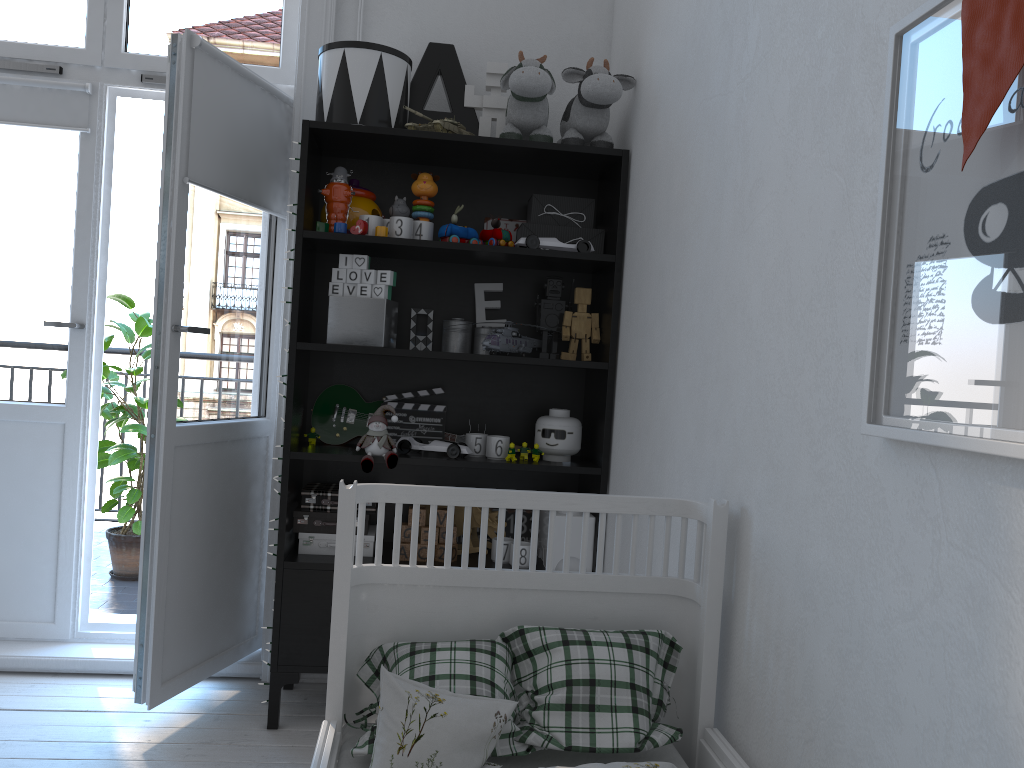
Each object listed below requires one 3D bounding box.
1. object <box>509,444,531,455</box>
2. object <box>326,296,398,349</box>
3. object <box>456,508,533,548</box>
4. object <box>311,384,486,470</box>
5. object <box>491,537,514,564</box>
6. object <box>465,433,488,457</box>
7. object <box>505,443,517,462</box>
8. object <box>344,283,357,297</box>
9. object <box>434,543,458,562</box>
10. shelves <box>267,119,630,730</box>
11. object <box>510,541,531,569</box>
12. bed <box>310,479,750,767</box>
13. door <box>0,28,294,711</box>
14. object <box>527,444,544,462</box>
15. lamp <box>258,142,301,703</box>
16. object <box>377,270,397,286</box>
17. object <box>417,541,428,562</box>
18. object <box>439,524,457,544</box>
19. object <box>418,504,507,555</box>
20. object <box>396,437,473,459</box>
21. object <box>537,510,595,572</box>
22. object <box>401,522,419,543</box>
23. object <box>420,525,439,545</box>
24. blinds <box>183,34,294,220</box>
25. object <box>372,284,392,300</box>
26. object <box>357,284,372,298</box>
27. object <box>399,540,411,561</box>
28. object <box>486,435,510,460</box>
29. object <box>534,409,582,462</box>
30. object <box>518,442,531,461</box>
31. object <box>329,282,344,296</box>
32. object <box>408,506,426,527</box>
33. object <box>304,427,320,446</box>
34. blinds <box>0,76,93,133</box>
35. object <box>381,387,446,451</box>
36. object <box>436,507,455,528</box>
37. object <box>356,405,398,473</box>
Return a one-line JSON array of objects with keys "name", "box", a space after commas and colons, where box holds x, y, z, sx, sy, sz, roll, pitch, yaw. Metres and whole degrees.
[{"name": "object", "box": [-0.015, 0.202, 2.761, 0.163, 0.034, 0.069, 4, 1, -6]}, {"name": "object", "box": [-0.429, -0.175, 2.550, 0.170, 0.138, 0.124, 4, 1, 9]}, {"name": "object", "box": [-0.043, 0.459, 2.822, 0.347, 0.120, 0.034, 4, 1, -6]}, {"name": "object", "box": [-0.349, 0.132, 2.750, 0.542, 0.239, 0.093, 4, 1, -6]}, {"name": "object", "box": [-0.027, 0.492, 2.621, 0.067, 0.067, 0.067, 4, 1, 8]}, {"name": "object", "box": [-0.106, 0.182, 2.640, 0.067, 0.067, 0.067, 4, 1, 8]}, {"name": "object", "box": [-0.001, 0.197, 2.551, 0.031, 0.054, 0.042, 5, 2, 44]}, {"name": "object", "box": [-0.456, -0.264, 2.525, 0.040, 0.040, 0.040, 4, 1, -1]}, {"name": "object", "box": [-0.192, 0.491, 2.583, 0.050, 0.050, 0.050, 4, 1, 24]}, {"name": "shelves", "box": [-0.190, 0.142, 2.643, 0.911, 1.678, 0.353, 4, 1, -6]}, {"name": "object", "box": [0.028, 0.496, 2.572, 0.067, 0.067, 0.067, 4, 1, 8]}, {"name": "bed", "box": [0.081, 0.607, 0.928, 0.670, 0.833, 1.403, 4, 1, -6]}, {"name": "door", "box": [-1.357, -0.072, 2.621, 1.264, 1.839, 0.636, 4, 1, -4]}, {"name": "object", "box": [0.069, 0.201, 2.582, 0.042, 0.054, 0.031, 5, 1, 39]}, {"name": "lamp", "box": [-0.222, 0.136, 2.703, 0.985, 1.684, 0.095, 3, 1, -9]}, {"name": "object", "box": [-0.353, -0.298, 2.501, 0.040, 0.040, 0.040, 4, 1, 19]}, {"name": "object", "box": [-0.258, 0.487, 2.576, 0.050, 0.050, 0.050, 4, 1, -1]}, {"name": "object", "box": [-0.189, 0.441, 2.609, 0.050, 0.050, 0.050, 4, 1, -6]}, {"name": "object", "box": [-0.183, 0.424, 2.716, 0.337, 0.186, 0.111, 4, 1, 9]}, {"name": "object", "box": [-0.227, 0.185, 2.588, 0.230, 0.048, 0.098, 4, 1, 19]}, {"name": "object", "box": [0.159, 0.437, 2.666, 0.132, 0.199, 0.267, 4, 1, -6]}, {"name": "object", "box": [-0.298, 0.434, 2.590, 0.050, 0.050, 0.050, 4, 1, -6]}, {"name": "object", "box": [-0.240, 0.438, 2.576, 0.050, 0.050, 0.050, 4, 1, -6]}, {"name": "blinds", "box": [-0.777, -0.724, 2.610, 0.032, 0.390, 0.565, 4, 1, 14]}, {"name": "object", "box": [-0.368, -0.259, 2.503, 0.040, 0.040, 0.040, 4, 1, 24]}, {"name": "object", "box": [-0.413, -0.262, 2.510, 0.040, 0.040, 0.040, 4, 1, 9]}, {"name": "object", "box": [-0.317, 0.483, 2.569, 0.050, 0.050, 0.050, 4, 1, -6]}, {"name": "object", "box": [-0.042, 0.187, 2.600, 0.067, 0.067, 0.067, 4, 1, 8]}, {"name": "object", "box": [0.139, 0.156, 2.670, 0.139, 0.162, 0.139, 3, 1, -31]}, {"name": "object", "box": [0.035, 0.198, 2.609, 0.042, 0.054, 0.031, 4, 1, -6]}, {"name": "object", "box": [-0.495, -0.267, 2.523, 0.040, 0.040, 0.040, 4, 1, 9]}, {"name": "object", "box": [-0.277, 0.386, 2.583, 0.050, 0.050, 0.050, 4, 1, -6]}, {"name": "object", "box": [-0.596, 0.157, 2.647, 0.042, 0.054, 0.031, 4, 1, 4]}, {"name": "blinds", "box": [-1.624, -0.897, 2.797, 0.565, 0.158, 0.032, 4, 1, -6]}, {"name": "object", "box": [-0.304, 0.104, 2.727, 0.201, 0.199, 0.048, 4, 1, -6]}, {"name": "object", "box": [-0.198, 0.391, 2.594, 0.050, 0.050, 0.050, 4, 1, 14]}, {"name": "object", "box": [-0.368, 0.150, 2.454, 0.110, 0.186, 0.129, 3, 1, -19]}]
